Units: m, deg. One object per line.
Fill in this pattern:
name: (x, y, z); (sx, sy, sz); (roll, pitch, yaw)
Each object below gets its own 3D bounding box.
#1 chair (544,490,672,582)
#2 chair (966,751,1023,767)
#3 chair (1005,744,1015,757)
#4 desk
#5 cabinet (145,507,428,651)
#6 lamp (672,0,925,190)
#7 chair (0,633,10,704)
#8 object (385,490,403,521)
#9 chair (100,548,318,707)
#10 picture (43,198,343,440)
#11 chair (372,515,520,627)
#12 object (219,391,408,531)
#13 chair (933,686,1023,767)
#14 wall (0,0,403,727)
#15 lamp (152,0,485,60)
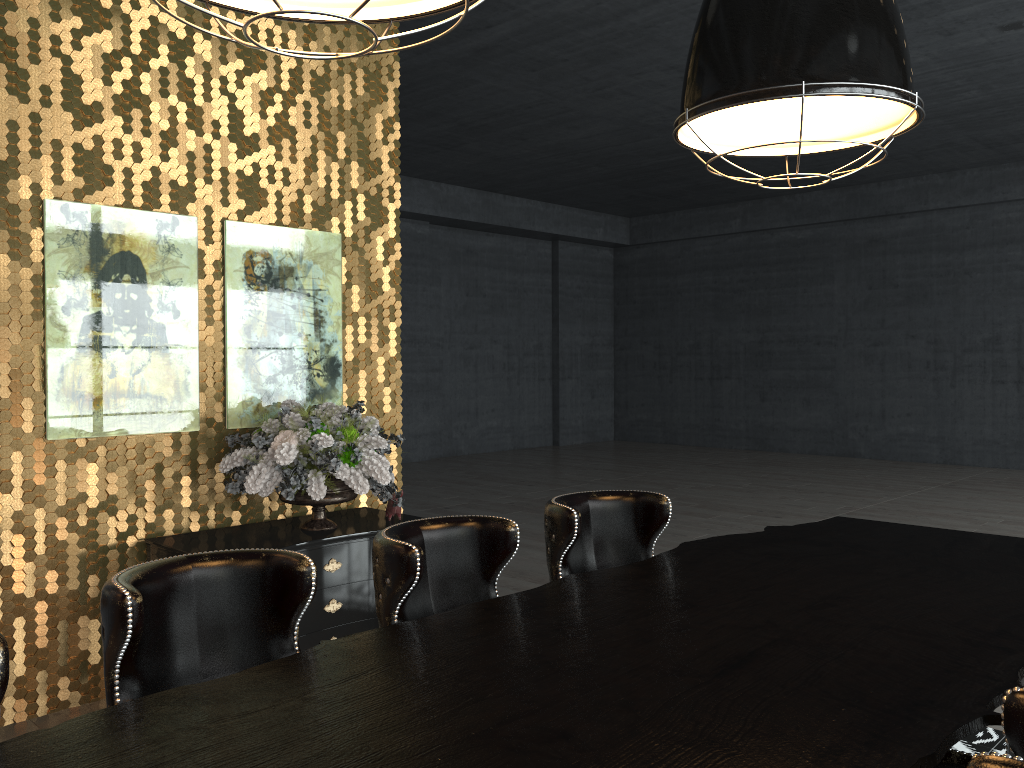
chair: (0.392, 0.942, 3.023); (0.504, 1.092, 0.568); (-1, 1, -37)
chair: (0.405, 0.993, 0.967); (0.504, 1.092, 0.568); (-1, 1, -42)
chair: (1.412, 0.963, 1.990); (0.568, 1.092, 0.504); (0, 1, 37)
desk: (-0.876, 1.101, 0.637); (1.433, 0.927, 7.595); (1, 2, 44)
cabinet: (-1.067, 1.101, 4.478); (0.710, 0.738, 1.385); (1, 2, 44)
lamp: (0.728, -1.675, 2.293); (0.621, 2.302, 0.621); (0, 1, -1)
chair: (-1.056, 0.989, 1.409); (0.504, 1.092, 0.568); (-1, 1, -44)
object: (-0.639, 0.643, 4.754); (0.082, 0.165, 0.173); (-1, 1, -21)
chair: (-0.638, 0.972, 2.024); (0.504, 1.092, 0.568); (-1, 1, -44)
picture: (-1.524, -0.303, 4.504); (0.022, 1.073, 1.574); (1, 1, 44)
chair: (-0.106, 0.957, 2.504); (0.568, 1.092, 0.504); (0, 1, 37)
object: (-1.007, 0.400, 4.507); (0.875, 0.663, 0.848); (-1, 1, -15)
chair: (0.865, 0.978, 1.500); (0.568, 1.092, 0.504); (0, 1, 38)
wall: (-1.530, -0.694, 4.531); (0.024, 4.382, 2.445); (1, 1, 44)
lamp: (-0.292, -1.644, 1.248); (0.621, 2.302, 0.621); (0, 1, -1)
